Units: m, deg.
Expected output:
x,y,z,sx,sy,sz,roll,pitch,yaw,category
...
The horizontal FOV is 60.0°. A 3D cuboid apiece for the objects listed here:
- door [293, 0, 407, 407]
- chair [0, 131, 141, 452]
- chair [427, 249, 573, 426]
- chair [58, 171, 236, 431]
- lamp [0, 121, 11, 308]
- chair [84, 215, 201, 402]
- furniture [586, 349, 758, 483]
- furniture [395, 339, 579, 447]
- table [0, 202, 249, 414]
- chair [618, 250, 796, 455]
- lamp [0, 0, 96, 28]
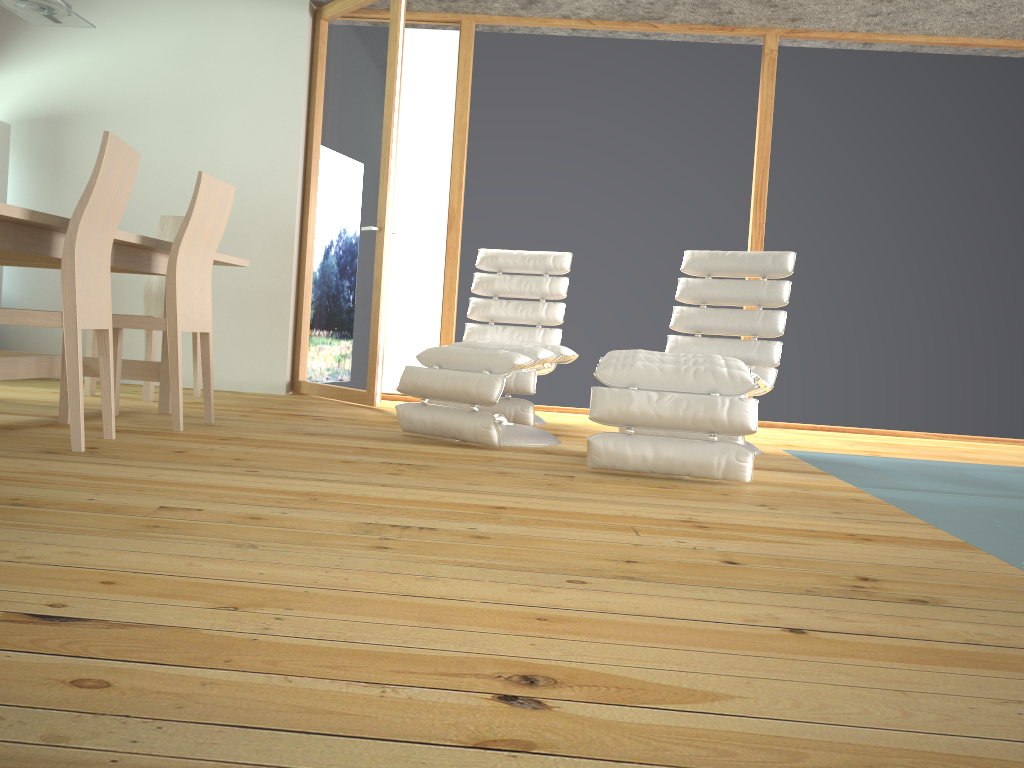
x,y,z,sx,sy,sz,roll,pitch,yaw,category
-0.981,-1.117,5.284,0.162,2.416,0.936,3,2,-42,door
-1.573,-0.314,2.939,0.506,1.016,0.405,4,2,-8,chair
-0.047,-0.290,4.848,0.570,0.968,0.914,4,2,13,chair
-1.475,-0.345,3.635,0.506,1.016,0.404,4,2,3,chair
-3.269,-0.846,5.327,0.280,1.499,0.280,4,1,3,lamp
-1.948,-0.439,4.823,0.404,1.016,0.506,4,2,16,chair
0.599,0.098,3.332,0.570,0.439,0.686,4,3,10,furniture
-0.080,0.023,3.907,0.570,0.439,0.686,6,3,38,furniture
-2.094,-0.241,3.354,1.200,0.755,2.502,4,3,6,table
0.933,-0.189,4.169,0.570,0.968,0.914,5,2,28,chair
-2.058,-1.951,3.295,0.290,0.719,1.492,4,3,3,lamp
